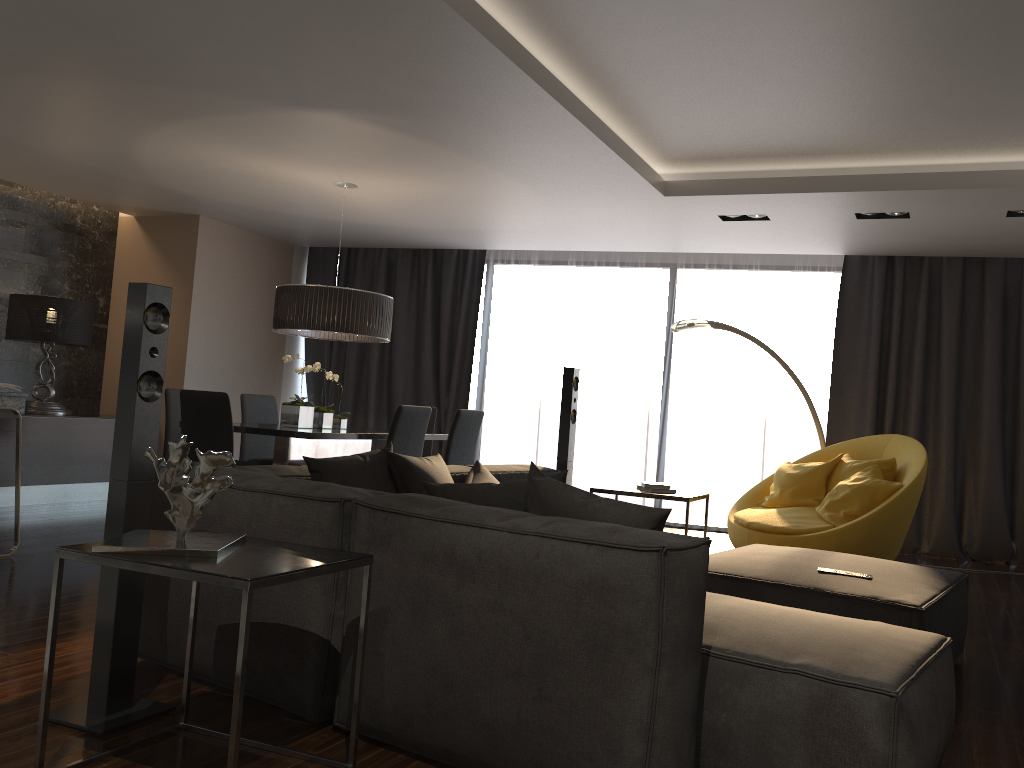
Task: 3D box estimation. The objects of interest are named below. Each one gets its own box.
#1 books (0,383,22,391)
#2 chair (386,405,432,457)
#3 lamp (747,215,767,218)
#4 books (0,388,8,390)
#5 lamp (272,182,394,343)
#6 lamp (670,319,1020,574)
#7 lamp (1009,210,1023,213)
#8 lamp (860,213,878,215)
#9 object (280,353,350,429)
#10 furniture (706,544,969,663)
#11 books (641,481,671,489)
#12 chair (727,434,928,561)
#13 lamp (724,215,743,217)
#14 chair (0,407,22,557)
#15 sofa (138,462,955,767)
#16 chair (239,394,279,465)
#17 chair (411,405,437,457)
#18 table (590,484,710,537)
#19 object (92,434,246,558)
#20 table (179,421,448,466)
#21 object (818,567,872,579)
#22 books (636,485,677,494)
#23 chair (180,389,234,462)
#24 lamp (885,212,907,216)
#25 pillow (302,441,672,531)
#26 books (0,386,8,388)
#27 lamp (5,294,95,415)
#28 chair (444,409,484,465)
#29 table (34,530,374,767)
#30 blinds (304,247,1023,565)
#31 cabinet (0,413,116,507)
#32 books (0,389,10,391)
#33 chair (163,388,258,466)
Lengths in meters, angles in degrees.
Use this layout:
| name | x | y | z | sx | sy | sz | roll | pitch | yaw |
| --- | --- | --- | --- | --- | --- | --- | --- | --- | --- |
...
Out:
| name | x | y | z | sx | sy | sz | roll | pitch | yaw |
| --- | --- | --- | --- | --- | --- | --- | --- | --- | --- |
| books | -4.016 | 0.005 | 6.797 | 0.306 | 0.109 | 0.286 | 3 | -2 | 34 |
| chair | -0.884 | 0.604 | 5.618 | 0.550 | 0.965 | 0.444 | 3 | -3 | 24 |
| lamp | 1.780 | -1.252 | 6.392 | 0.168 | 0.077 | 0.186 | 3 | -2 | 36 |
| books | -4.010 | 0.027 | 6.726 | 0.265 | 0.011 | 0.303 | 5 | -2 | -29 |
| lamp | -1.231 | -0.884 | 6.258 | 0.846 | 1.103 | 0.761 | 6 | -3 | -42 |
| lamp | 3.279 | 0.531 | 6.857 | 4.232 | 1.781 | 0.581 | 4 | -3 | 0 |
| lamp | 3.344 | -1.161 | 5.765 | 0.167 | 0.077 | 0.186 | 2 | -3 | 43 |
| lamp | 2.481 | -1.211 | 6.111 | 0.167 | 0.077 | 0.186 | 2 | -3 | 43 |
| object | -1.387 | 0.054 | 6.153 | 0.299 | 0.501 | 0.594 | 3 | -2 | 22 |
| furniture | 1.337 | 0.962 | 3.816 | 1.040 | 0.440 | 1.151 | 3 | -2 | 34 |
| books | 0.850 | 0.600 | 5.215 | 0.155 | 0.022 | 0.205 | 4 | -2 | 1 |
| chair | 2.102 | 0.807 | 5.940 | 1.158 | 1.006 | 1.488 | 5 | -2 | -9 |
| lamp | 1.618 | -1.261 | 6.456 | 0.171 | 0.077 | 0.182 | 3 | -2 | 19 |
| chair | -2.949 | 0.510 | 4.699 | 0.404 | 0.801 | 0.447 | 3 | -3 | 24 |
| sofa | 0.370 | 0.753 | 3.488 | 2.600 | 0.704 | 2.608 | 3 | -2 | 34 |
| chair | -1.780 | 0.577 | 6.757 | 0.550 | 0.965 | 0.444 | 3 | -3 | 24 |
| chair | -0.934 | 0.645 | 6.995 | 0.411 | 0.965 | 0.594 | 3 | -3 | 25 |
| table | 0.801 | 0.912 | 5.196 | 0.578 | 0.563 | 0.468 | 3 | -3 | 24 |
| object | -0.856 | 0.273 | 2.264 | 0.288 | 0.288 | 0.280 | 4 | -2 | -6 |
| table | -1.331 | 0.694 | 6.187 | 1.000 | 0.761 | 1.664 | 3 | -2 | 25 |
| object | 1.317 | 0.749 | 3.481 | 0.200 | 0.015 | 0.053 | 3 | -2 | 22 |
| books | 0.851 | 0.622 | 5.200 | 0.168 | 0.023 | 0.224 | 5 | -2 | -16 |
| chair | -1.731 | 0.538 | 5.417 | 0.411 | 0.965 | 0.594 | 3 | -3 | 25 |
| lamp | 2.642 | -1.202 | 6.046 | 0.168 | 0.077 | 0.186 | 3 | -2 | 36 |
| pillow | -0.261 | 0.449 | 3.326 | 1.083 | 0.431 | 2.046 | 5 | -2 | -12 |
| books | -4.011 | 0.016 | 6.718 | 0.263 | 0.011 | 0.305 | 5 | -2 | -24 |
| lamp | -3.776 | -0.226 | 7.152 | 0.624 | 0.934 | 0.560 | 6 | -3 | -39 |
| chair | -0.564 | 0.648 | 6.271 | 0.550 | 0.965 | 0.444 | 3 | -3 | 24 |
| table | -0.759 | 0.705 | 2.223 | 0.578 | 0.563 | 0.468 | 3 | -3 | 24 |
| blinds | 1.282 | -0.117 | 8.183 | 7.299 | 2.896 | 0.767 | 4 | -3 | 14 |
| cabinet | -3.291 | -0.390 | 3.990 | 4.276 | 2.502 | 7.187 | 3 | -2 | 25 |
| books | -4.003 | 0.038 | 6.744 | 0.265 | 0.011 | 0.303 | 5 | -2 | -29 |
| chair | -2.099 | 0.533 | 6.104 | 0.550 | 0.965 | 0.444 | 3 | -3 | 24 |
